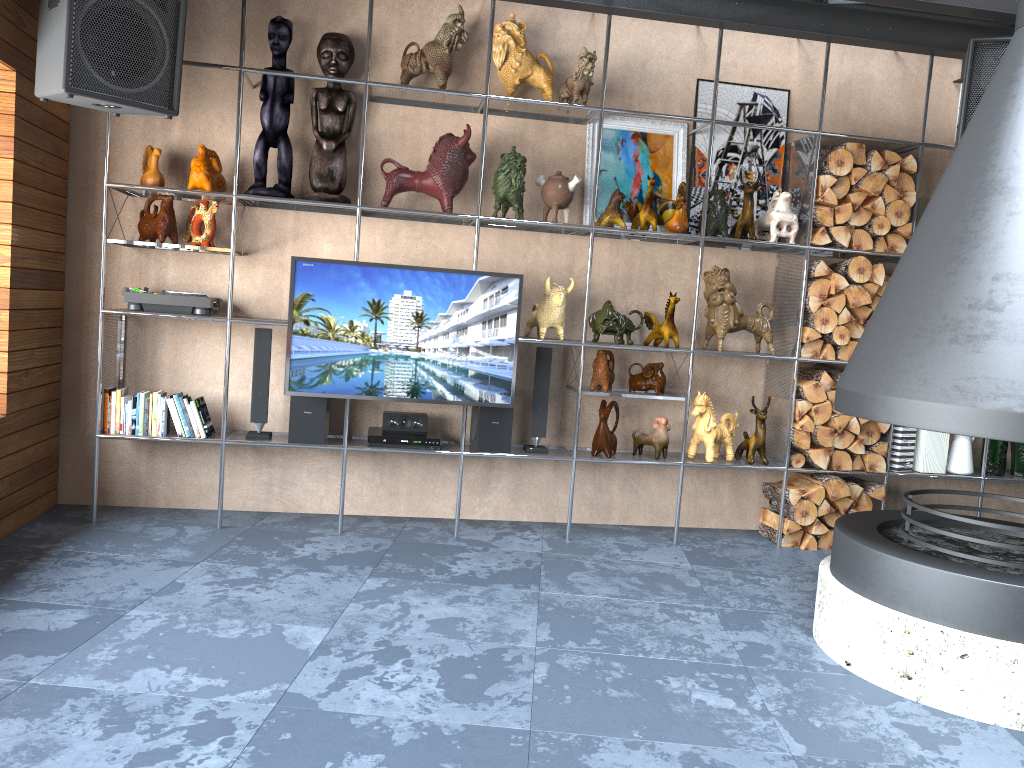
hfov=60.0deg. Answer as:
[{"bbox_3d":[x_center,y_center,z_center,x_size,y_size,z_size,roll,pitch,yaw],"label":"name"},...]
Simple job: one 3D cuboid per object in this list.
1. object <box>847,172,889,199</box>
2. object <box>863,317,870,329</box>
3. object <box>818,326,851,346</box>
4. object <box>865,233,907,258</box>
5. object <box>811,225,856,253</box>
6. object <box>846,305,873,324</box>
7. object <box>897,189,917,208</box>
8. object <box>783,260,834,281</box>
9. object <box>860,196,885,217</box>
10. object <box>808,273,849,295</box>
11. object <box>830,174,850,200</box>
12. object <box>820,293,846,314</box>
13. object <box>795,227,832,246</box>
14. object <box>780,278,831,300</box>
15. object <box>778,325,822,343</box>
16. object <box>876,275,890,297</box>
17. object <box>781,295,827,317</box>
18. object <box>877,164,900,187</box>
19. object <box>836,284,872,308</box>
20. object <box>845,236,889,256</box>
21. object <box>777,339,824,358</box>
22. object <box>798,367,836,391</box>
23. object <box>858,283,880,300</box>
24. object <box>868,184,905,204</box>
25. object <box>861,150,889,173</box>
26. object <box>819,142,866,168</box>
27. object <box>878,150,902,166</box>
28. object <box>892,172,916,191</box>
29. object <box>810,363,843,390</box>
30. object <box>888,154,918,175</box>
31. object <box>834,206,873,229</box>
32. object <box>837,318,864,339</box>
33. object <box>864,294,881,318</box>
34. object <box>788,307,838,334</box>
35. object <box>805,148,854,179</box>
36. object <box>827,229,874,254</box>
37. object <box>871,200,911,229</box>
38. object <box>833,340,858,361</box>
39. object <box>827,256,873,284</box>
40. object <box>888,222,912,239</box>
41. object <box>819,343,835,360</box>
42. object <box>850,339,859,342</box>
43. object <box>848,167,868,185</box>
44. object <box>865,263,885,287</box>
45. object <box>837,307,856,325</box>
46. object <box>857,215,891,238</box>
[{"bbox_3d":[1.808,-1.027,4.634,0.164,0.128,0.322,4,5,-8],"label":"object"},{"bbox_3d":[1.851,-0.306,4.729,0.095,0.135,0.329,3,5,-12],"label":"object"},{"bbox_3d":[1.654,-0.258,4.679,0.103,0.110,0.312,3,5,-12],"label":"object"},{"bbox_3d":[1.971,-0.738,4.725,0.126,0.112,0.287,4,5,-8],"label":"object"},{"bbox_3d":[1.650,-0.766,4.685,0.154,0.131,0.362,3,5,-9],"label":"object"},{"bbox_3d":[1.777,-0.374,4.729,0.107,0.098,0.330,3,5,-13],"label":"object"},{"bbox_3d":[2.004,-0.945,4.689,0.111,0.121,0.310,4,5,-8],"label":"object"},{"bbox_3d":[1.559,-0.590,4.657,0.121,0.107,0.308,3,5,-13],"label":"object"},{"bbox_3d":[1.828,-0.927,4.671,0.101,0.110,0.331,3,5,-11],"label":"object"},{"bbox_3d":[1.652,-0.526,4.686,0.098,0.115,0.362,3,5,-9],"label":"object"},{"bbox_3d":[1.657,-1.007,4.652,0.112,0.153,0.291,4,5,-6],"label":"object"},{"bbox_3d":[1.618,-0.427,4.678,0.128,0.107,0.329,4,5,-9],"label":"object"},{"bbox_3d":[1.556,-0.766,4.646,0.107,0.105,0.330,4,5,-6],"label":"object"},{"bbox_3d":[1.548,-0.502,4.678,0.135,0.114,0.299,3,5,-11],"label":"object"},{"bbox_3d":[1.512,-0.262,4.675,0.095,0.088,0.303,3,5,-11],"label":"object"},{"bbox_3d":[1.924,-0.515,4.733,0.151,0.119,0.299,4,5,-6],"label":"object"},{"bbox_3d":[1.529,-0.403,4.668,0.111,0.121,0.310,3,5,-10],"label":"object"},{"bbox_3d":[1.897,-1.082,4.672,0.098,0.115,0.362,4,5,-8],"label":"object"},{"bbox_3d":[1.741,-0.460,4.675,0.164,0.128,0.322,3,5,-10],"label":"object"},{"bbox_3d":[1.884,-0.733,4.707,0.087,0.095,0.303,4,5,-9],"label":"object"},{"bbox_3d":[1.524,-0.194,4.708,0.126,0.112,0.287,3,5,-9],"label":"object"},{"bbox_3d":[1.629,-0.022,4.748,0.107,0.121,0.289,4,5,-8],"label":"object"},{"bbox_3d":[1.816,-0.492,4.695,0.098,0.090,0.303,3,5,-10],"label":"object"},{"bbox_3d":[1.920,-0.979,4.673,0.128,0.107,0.329,3,5,-9],"label":"object"},{"bbox_3d":[1.836,-1.135,4.622,0.107,0.121,0.289,3,5,-10],"label":"object"},{"bbox_3d":[1.720,-1.182,4.642,0.129,0.118,0.299,3,5,-11],"label":"object"},{"bbox_3d":[1.929,-1.155,4.681,0.102,0.103,0.330,4,5,-5],"label":"object"},{"bbox_3d":[1.995,-1.046,4.695,0.135,0.114,0.299,4,5,-7],"label":"object"},{"bbox_3d":[1.727,-0.030,4.756,0.140,0.150,0.312,3,5,-12],"label":"object"},{"bbox_3d":[2.001,-1.134,4.674,0.121,0.107,0.308,4,5,-5],"label":"object"},{"bbox_3d":[1.768,-0.867,4.682,0.147,0.118,0.288,4,5,-5],"label":"object"},{"bbox_3d":[1.745,-0.298,4.730,0.147,0.118,0.288,3,5,-13],"label":"object"},{"bbox_3d":[1.876,-0.423,4.738,0.112,0.153,0.291,3,5,-12],"label":"object"},{"bbox_3d":[1.579,-0.336,4.660,0.143,0.143,0.286,3,5,-9],"label":"object"},{"bbox_3d":[1.635,-1.121,4.599,0.140,0.150,0.312,4,5,-5],"label":"object"},{"bbox_3d":[1.776,-0.753,4.689,0.135,0.114,0.299,4,5,-7],"label":"object"},{"bbox_3d":[1.951,-0.884,4.666,0.143,0.143,0.286,4,5,-8],"label":"object"},{"bbox_3d":[1.721,-0.185,4.732,0.135,0.114,0.299,3,5,-11],"label":"object"},{"bbox_3d":[1.744,-0.592,4.663,0.140,0.150,0.312,3,5,-12],"label":"object"},{"bbox_3d":[2.001,-0.803,4.699,0.095,0.088,0.303,4,5,-7],"label":"object"},{"bbox_3d":[1.612,-0.178,4.717,0.087,0.095,0.303,3,5,-9],"label":"object"},{"bbox_3d":[1.844,-0.184,4.766,0.154,0.131,0.362,4,5,-8],"label":"object"},{"bbox_3d":[1.734,-1.068,4.631,0.098,0.090,0.303,4,5,-8],"label":"object"},{"bbox_3d":[1.841,-0.572,4.673,0.107,0.121,0.289,4,5,-8],"label":"object"},{"bbox_3d":[1.699,-0.364,4.702,0.101,0.110,0.331,4,5,-7],"label":"object"},{"bbox_3d":[1.865,-0.816,4.660,0.103,0.110,0.312,4,5,-5],"label":"object"}]
